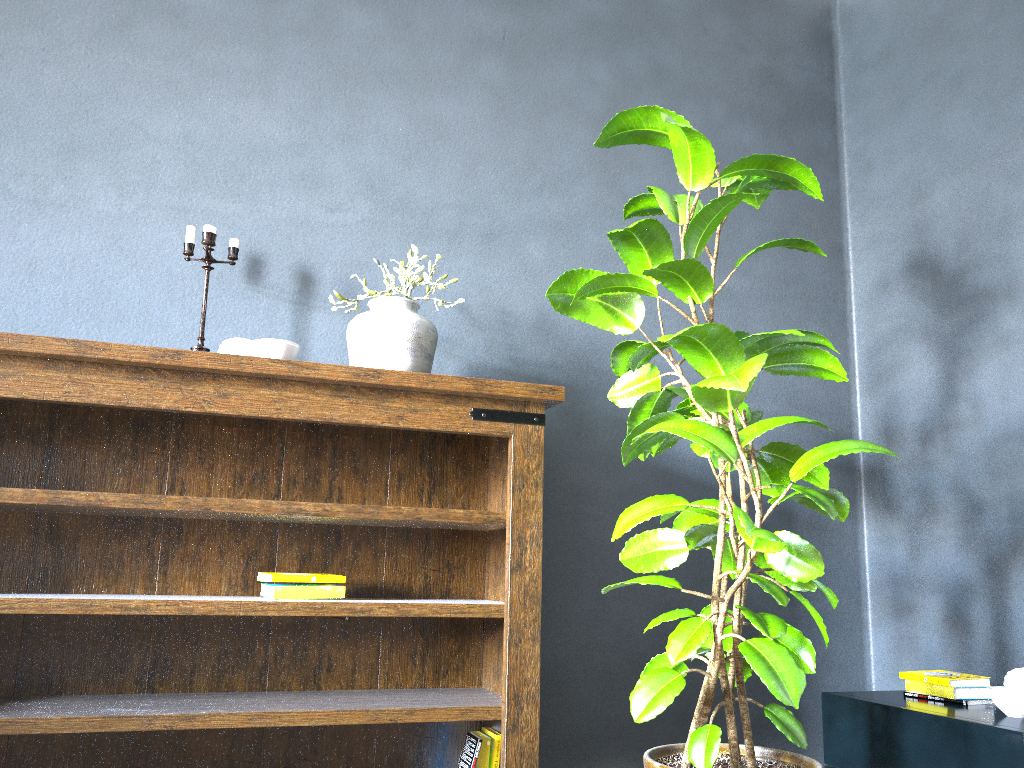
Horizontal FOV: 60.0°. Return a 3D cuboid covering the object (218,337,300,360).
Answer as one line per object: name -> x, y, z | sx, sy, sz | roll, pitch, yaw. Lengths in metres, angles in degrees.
object -> -0.647, -0.075, 2.257 | 0.255, 0.103, 0.118 | -7, -15, 36

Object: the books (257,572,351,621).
books -> -0.528, 0.537, 2.246 | 0.197, 0.113, 0.174 | 8, -14, -29

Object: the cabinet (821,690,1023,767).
cabinet -> 1.173, 1.002, 2.188 | 0.456, 0.389, 0.652 | 5, -13, -18

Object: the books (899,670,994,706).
books -> 1.162, 0.810, 2.375 | 0.162, 0.065, 0.215 | 6, -13, -23

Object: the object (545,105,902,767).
object -> 0.488, 0.218, 2.165 | 0.764, 1.893, 1.121 | 7, -13, -24

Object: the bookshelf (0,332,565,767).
bookshelf -> -0.856, 0.535, 2.095 | 1.919, 1.168, 0.452 | 5, -12, -18

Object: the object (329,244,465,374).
object -> -0.332, -0.191, 2.412 | 0.276, 0.411, 0.386 | 11, -15, -40

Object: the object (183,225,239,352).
object -> -0.838, -0.224, 2.379 | 0.130, 0.436, 0.145 | -2, -12, 17

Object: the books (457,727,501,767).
books -> -0.098, 1.009, 2.309 | 0.122, 0.192, 0.180 | 5, -12, -15

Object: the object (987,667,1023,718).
object -> 1.254, 0.659, 2.142 | 0.229, 0.267, 0.229 | -2, -12, 15
